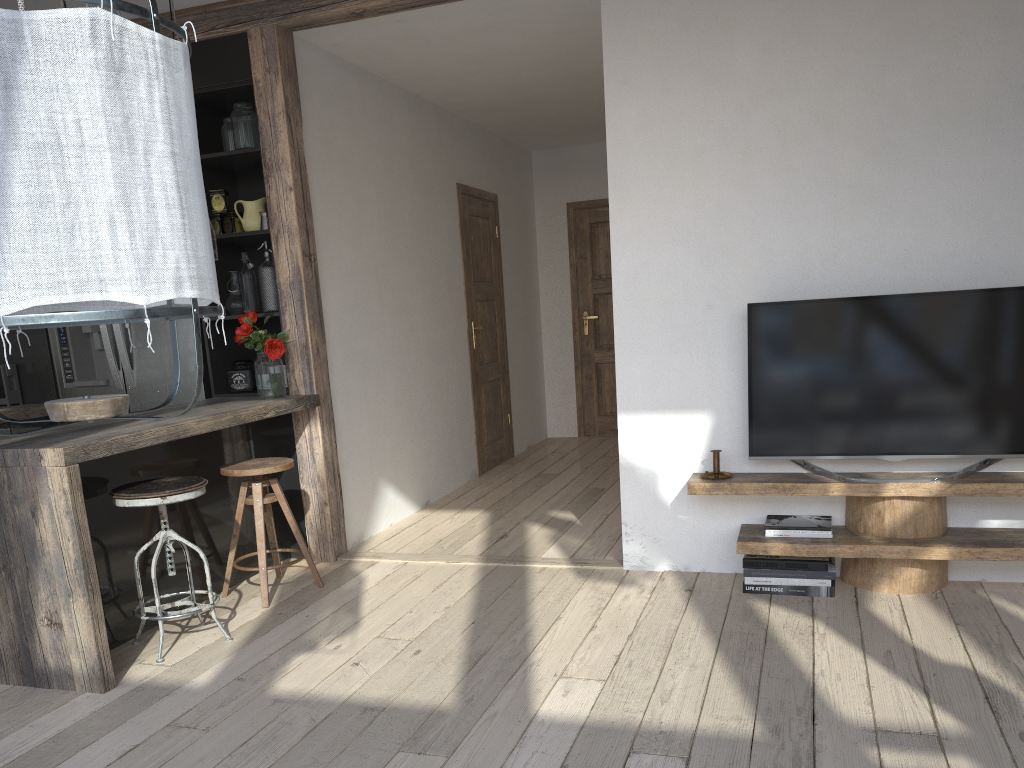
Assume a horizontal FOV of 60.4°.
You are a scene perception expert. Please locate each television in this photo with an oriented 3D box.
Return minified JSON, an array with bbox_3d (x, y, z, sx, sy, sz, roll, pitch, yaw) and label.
[{"bbox_3d":[1.479,0.013,3.388,1.103,0.722,0.202,-1,11,19],"label":"television"}]

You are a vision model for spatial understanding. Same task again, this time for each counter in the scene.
[{"bbox_3d":[-2.570,0.703,2.987,2.242,0.870,3.740,-2,6,19],"label":"counter"}]

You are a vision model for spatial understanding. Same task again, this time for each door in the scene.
[{"bbox_3d":[-0.183,-0.391,6.639,0.082,2.116,0.822,0,11,19],"label":"door"},{"bbox_3d":[0.987,-0.561,7.726,0.941,2.117,0.080,0,12,18],"label":"door"}]

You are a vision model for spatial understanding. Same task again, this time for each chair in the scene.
[{"bbox_3d":[-1.312,0.693,3.382,0.349,0.650,0.350,-11,13,-37],"label":"chair"},{"bbox_3d":[-1.108,0.650,3.952,0.339,0.609,0.335,4,13,38],"label":"chair"}]

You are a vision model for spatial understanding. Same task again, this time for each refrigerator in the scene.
[{"bbox_3d":[-1.909,-0.077,4.933,0.943,1.964,0.832,0,11,19],"label":"refrigerator"}]

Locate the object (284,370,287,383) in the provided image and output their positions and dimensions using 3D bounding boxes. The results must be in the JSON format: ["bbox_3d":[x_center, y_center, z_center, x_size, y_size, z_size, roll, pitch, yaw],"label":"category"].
[{"bbox_3d":[-1.169,-0.032,4.519,0.162,0.087,0.159,0,8,32],"label":"object"}]

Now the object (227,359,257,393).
[{"bbox_3d":[-1.381,-0.044,4.543,0.134,0.168,0.131,-2,9,9],"label":"object"}]

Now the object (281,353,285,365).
[{"bbox_3d":[-1.242,-0.086,4.678,0.125,0.211,0.122,-3,10,5],"label":"object"}]

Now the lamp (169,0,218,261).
[{"bbox_3d":[-1.287,-1.193,3.570,0.226,1.371,0.106,1,12,20],"label":"lamp"}]

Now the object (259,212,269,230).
[{"bbox_3d":[-1.184,-0.791,4.273,0.093,0.098,0.073,-1,10,19],"label":"object"}]

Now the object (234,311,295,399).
[{"bbox_3d":[-1.177,-0.142,4.206,0.248,0.424,0.309,-11,12,-38],"label":"object"}]

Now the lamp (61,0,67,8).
[{"bbox_3d":[-1.477,-1.160,3.007,0.225,1.317,0.106,1,12,20],"label":"lamp"}]

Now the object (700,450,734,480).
[{"bbox_3d":[0.852,0.334,3.668,0.139,0.115,0.137,-4,8,1],"label":"object"}]

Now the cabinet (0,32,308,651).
[{"bbox_3d":[-2.626,-0.143,3.027,2.093,2.559,4.134,-1,7,19],"label":"cabinet"}]

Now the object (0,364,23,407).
[{"bbox_3d":[-2.891,0.012,4.857,0.352,0.232,0.086,-1,11,19],"label":"object"}]

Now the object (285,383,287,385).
[{"bbox_3d":[-1.166,0.000,4.526,0.214,0.025,0.211,-5,5,-18],"label":"object"}]

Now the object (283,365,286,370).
[{"bbox_3d":[-1.170,-0.050,4.515,0.162,0.087,0.159,0,8,32],"label":"object"}]

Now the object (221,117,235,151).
[{"bbox_3d":[-1.351,-1.202,4.299,0.125,0.176,0.124,-9,11,-31],"label":"object"}]

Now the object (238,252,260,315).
[{"bbox_3d":[-1.321,-0.502,4.398,0.086,0.309,0.084,-2,11,10],"label":"object"}]

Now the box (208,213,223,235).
[{"bbox_3d":[-1.473,-0.794,4.423,0.083,0.116,0.081,-1,10,19],"label":"box"}]

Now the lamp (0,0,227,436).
[{"bbox_3d":[-0.658,-0.892,1.053,0.396,1.937,0.401,-10,13,-29],"label":"lamp"}]

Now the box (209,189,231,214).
[{"bbox_3d":[-1.452,-0.906,4.378,0.083,0.116,0.081,-4,9,-1],"label":"box"}]

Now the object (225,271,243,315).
[{"bbox_3d":[-1.413,-0.465,4.522,0.132,0.225,0.129,2,12,30],"label":"object"}]

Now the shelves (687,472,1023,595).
[{"bbox_3d":[1.512,0.596,3.462,1.603,0.461,0.324,-2,9,19],"label":"shelves"}]

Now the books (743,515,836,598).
[{"bbox_3d":[1.140,0.700,3.610,0.360,0.270,0.285,-1,8,19],"label":"books"}]

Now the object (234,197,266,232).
[{"bbox_3d":[-1.277,-0.830,4.357,0.149,0.174,0.133,-3,9,5],"label":"object"}]

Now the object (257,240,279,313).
[{"bbox_3d":[-1.191,-0.529,4.331,0.107,0.358,0.108,-13,15,-40],"label":"object"}]

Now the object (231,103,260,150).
[{"bbox_3d":[-1.263,-1.214,4.173,0.125,0.211,0.122,1,11,23],"label":"object"}]

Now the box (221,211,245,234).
[{"bbox_3d":[-1.391,-0.796,4.391,0.082,0.116,0.081,1,11,28],"label":"box"}]

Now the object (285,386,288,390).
[{"bbox_3d":[-1.165,0.016,4.529,0.213,0.025,0.212,-6,5,-23],"label":"object"}]

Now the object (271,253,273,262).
[{"bbox_3d":[-1.212,-0.516,4.480,0.085,0.309,0.084,-9,12,-24],"label":"object"}]
